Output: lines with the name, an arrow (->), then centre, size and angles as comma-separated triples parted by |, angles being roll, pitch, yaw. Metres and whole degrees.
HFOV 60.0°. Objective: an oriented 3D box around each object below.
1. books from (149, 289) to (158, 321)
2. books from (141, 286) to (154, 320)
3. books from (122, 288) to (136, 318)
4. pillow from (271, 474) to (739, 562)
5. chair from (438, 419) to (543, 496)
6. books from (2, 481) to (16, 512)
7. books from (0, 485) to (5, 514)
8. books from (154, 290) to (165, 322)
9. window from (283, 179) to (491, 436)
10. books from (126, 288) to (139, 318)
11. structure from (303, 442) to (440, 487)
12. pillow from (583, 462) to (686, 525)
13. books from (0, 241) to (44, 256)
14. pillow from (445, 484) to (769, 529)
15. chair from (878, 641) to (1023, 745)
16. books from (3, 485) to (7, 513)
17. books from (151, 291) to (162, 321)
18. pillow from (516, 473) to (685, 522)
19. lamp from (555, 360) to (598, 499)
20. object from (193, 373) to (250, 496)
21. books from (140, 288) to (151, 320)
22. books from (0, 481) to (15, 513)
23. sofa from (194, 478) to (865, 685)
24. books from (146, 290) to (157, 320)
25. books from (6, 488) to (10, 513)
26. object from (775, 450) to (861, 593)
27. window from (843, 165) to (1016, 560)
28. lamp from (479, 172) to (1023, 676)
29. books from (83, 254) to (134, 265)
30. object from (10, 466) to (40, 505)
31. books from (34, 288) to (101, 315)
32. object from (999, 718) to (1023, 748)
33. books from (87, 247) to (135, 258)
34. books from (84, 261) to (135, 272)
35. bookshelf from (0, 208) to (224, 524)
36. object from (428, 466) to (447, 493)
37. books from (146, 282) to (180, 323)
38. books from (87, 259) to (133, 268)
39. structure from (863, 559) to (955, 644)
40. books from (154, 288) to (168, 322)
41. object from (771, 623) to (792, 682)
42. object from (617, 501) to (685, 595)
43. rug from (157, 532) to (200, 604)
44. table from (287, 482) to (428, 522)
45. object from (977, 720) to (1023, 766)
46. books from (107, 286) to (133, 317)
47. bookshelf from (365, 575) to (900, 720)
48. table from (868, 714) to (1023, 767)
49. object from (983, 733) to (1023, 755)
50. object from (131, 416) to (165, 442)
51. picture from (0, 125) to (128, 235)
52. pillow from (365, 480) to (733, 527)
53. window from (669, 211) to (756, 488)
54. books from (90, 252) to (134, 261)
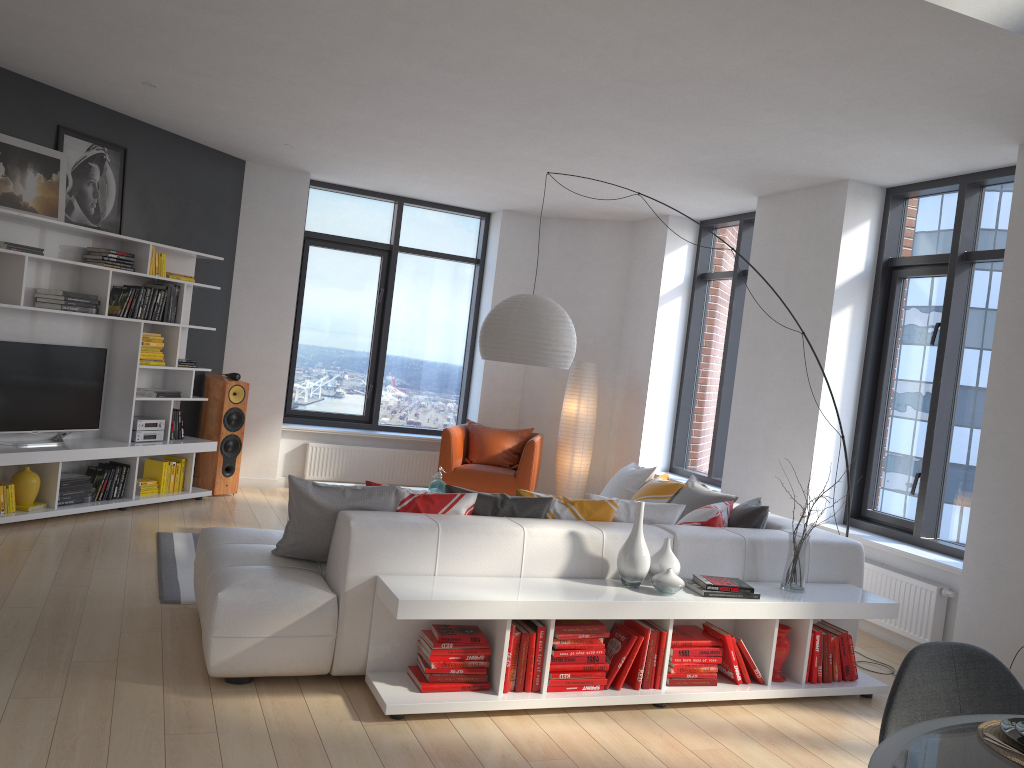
books -> -2.888, -0.630, 6.969 | 0.192, 0.254, 0.075 | 7, 2, 22
books -> -2.907, -0.634, 6.928 | 0.197, 0.260, 0.066 | 7, 2, 23
books -> -2.981, -0.624, 6.756 | 0.187, 0.234, 0.096 | 7, 2, 23
pillow -> 0.086, 0.724, 4.938 | 2.953, 0.453, 0.647 | 6, 2, -35
chair -> -0.182, 0.810, 8.429 | 0.896, 0.858, 0.843 | 7, 2, 10
books -> -3.381, 0.750, 5.935 | 0.149, 0.193, 0.046 | 7, 2, 23
books -> -3.411, 0.752, 5.850 | 0.138, 0.188, 0.056 | 7, 2, 23
books -> -2.862, -0.626, 7.027 | 0.191, 0.249, 0.084 | 7, 2, 23
window -> -1.294, -0.721, 9.119 | 1.960, 2.402, 0.170 | 6, 2, -22
books -> -2.957, -0.623, 6.780 | 0.169, 0.233, 0.081 | 7, 2, 22
structure -> -1.328, 0.864, 8.867 | 1.474, 0.460, 0.110 | 6, 2, -22
pillow -> 0.668, 0.776, 5.678 | 0.580, 0.456, 2.156 | 7, 1, 4
books -> -3.322, -0.904, 5.883 | 0.250, 0.047, 0.310 | 7, 2, 18
pillow -> 0.596, 0.793, 4.800 | 2.120, 0.436, 0.608 | 6, 2, -27
chair -> 1.148, 1.121, 2.004 | 0.655, 0.891, 0.619 | 6, 2, -16
books -> -3.397, 0.753, 5.867 | 0.134, 0.187, 0.046 | 7, 2, 22
books -> -2.867, -0.623, 6.988 | 0.179, 0.243, 0.071 | 7, 2, 22
pillow -> 0.578, 0.792, 5.372 | 0.630, 0.440, 2.095 | 8, 2, 25
lamp -> 0.784, 0.578, 8.501 | 0.804, 1.550, 0.502 | 8, 2, 28
object -> -2.601, 0.423, 7.843 | 0.434, 1.088, 0.290 | 8, 2, 38
books -> -2.920, -0.630, 6.897 | 0.191, 0.249, 0.084 | 7, 2, 23
books -> -3.382, 0.751, 5.909 | 0.148, 0.193, 0.067 | 7, 2, 24
sofa -> -0.124, 0.963, 5.398 | 3.424, 0.732, 2.614 | 6, 2, -22
books -> -2.874, -0.620, 6.938 | 0.172, 0.242, 0.069 | 7, 2, 24
books -> -3.379, 0.765, 5.880 | 0.113, 0.169, 0.049 | 7, 2, 22
object -> 1.496, 0.673, 4.405 | 0.406, 0.744, 0.607 | 7, 2, 18
window -> 2.821, -0.139, 5.719 | 0.170, 2.402, 1.310 | 6, 2, -22
lamp -> 1.328, 0.177, 5.193 | 3.199, 2.647, 0.710 | 7, 2, 14
books -> -3.026, -0.930, 6.651 | 0.214, 0.030, 0.284 | 8, 2, 26
object -> -3.331, 0.691, 6.063 | 0.185, 0.257, 0.185 | 7, 1, 0
books -> -3.185, -0.591, 6.356 | 0.277, 0.137, 0.343 | 7, 2, 18
object -> 1.205, 0.762, 1.923 | 0.258, 0.074, 0.258 | 5, 2, -42
books -> -3.006, -0.983, 6.643 | 0.209, 0.030, 0.266 | 7, 2, 16
books -> -3.012, -0.877, 6.641 | 0.214, 0.030, 0.284 | 8, 2, 26
bookshelf -> -3.217, -0.093, 6.200 | 0.455, 2.052, 3.000 | 7, 2, 23
object -> -0.575, 0.680, 5.961 | 0.330, 0.265, 0.330 | 7, 1, 2
books -> -2.835, -0.657, 7.159 | 0.259, 0.321, 0.128 | 7, 2, 23
books -> -3.013, -0.903, 6.641 | 0.189, 0.020, 0.264 | 7, 2, 21
structure -> 2.344, 1.389, 5.604 | 0.110, 0.460, 1.015 | 6, 2, -22
books -> -2.850, -0.631, 7.059 | 0.197, 0.260, 0.066 | 7, 2, 23
object -> 1.300, 1.319, 4.365 | 0.125, 0.258, 0.125 | 5, 2, -45
object -> 0.657, 0.754, 4.157 | 0.316, 0.398, 0.319 | 7, 1, 2
rug -> -1.084, 1.198, 5.828 | 2.326, 0.016, 1.662 | 6, 2, -23
table -> -0.889, 0.993, 6.024 | 1.091, 0.435, 1.091 | 6, 2, -22
object -> 1.205, 0.801, 1.913 | 0.360, 0.002, 0.360 | 7, 2, 20
books -> -2.990, -0.626, 6.723 | 0.182, 0.234, 0.104 | 7, 2, 23
bookshelf -> 0.657, 1.207, 4.127 | 2.600, 0.500, 0.356 | 6, 2, -22
table -> 1.318, 1.213, 1.413 | 1.499, 0.764, 1.499 | 6, 2, -33
object -> 1.197, 0.792, 1.909 | 0.309, 0.015, 0.206 | 6, 2, -18
object -> -2.968, 0.356, 7.057 | 0.270, 0.174, 0.285 | 7, 2, 23
picture -> -3.235, -1.482, 6.262 | 0.076, 0.707, 1.279 | 7, 2, 23
pillow -> 0.295, 0.787, 4.669 | 2.250, 0.449, 0.575 | 6, 2, -25
window -> 1.959, -0.298, 7.846 | 0.170, 2.402, 1.310 | 6, 2, -22
books -> -2.997, -0.955, 6.643 | 0.180, 0.026, 0.246 | 8, 2, 25
